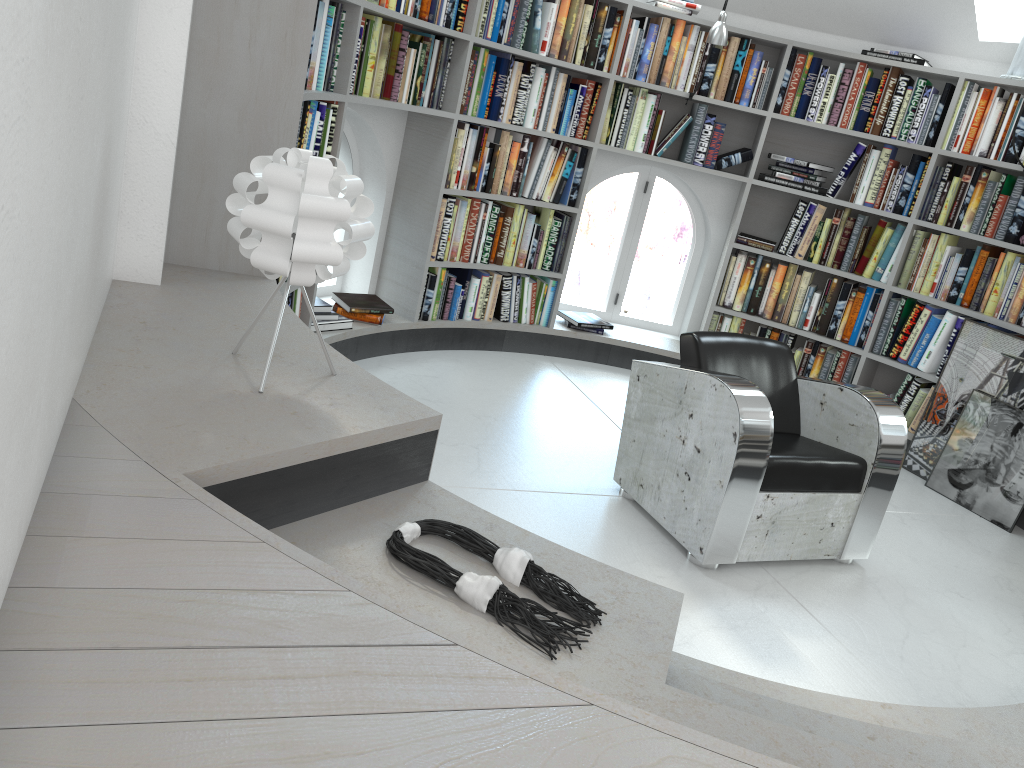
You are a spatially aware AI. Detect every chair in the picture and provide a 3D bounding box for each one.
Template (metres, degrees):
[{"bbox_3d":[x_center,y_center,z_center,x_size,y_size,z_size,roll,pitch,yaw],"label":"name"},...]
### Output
[{"bbox_3d":[0.959,0.230,3.525,0.822,0.714,0.748,4,19,-27],"label":"chair"}]

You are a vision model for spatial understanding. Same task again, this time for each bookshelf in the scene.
[{"bbox_3d":[0.663,-0.946,4.418,4.328,1.866,2.128,6,18,-22],"label":"bookshelf"}]

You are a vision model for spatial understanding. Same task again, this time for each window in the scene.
[{"bbox_3d":[-0.172,-0.915,5.104,3.230,1.142,0.622,0,21,-35],"label":"window"}]

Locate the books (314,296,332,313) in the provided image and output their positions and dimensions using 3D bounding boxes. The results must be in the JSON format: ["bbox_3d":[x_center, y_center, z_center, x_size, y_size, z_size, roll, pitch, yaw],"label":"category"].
[{"bbox_3d":[-1.030,-0.399,4.328,0.214,0.036,0.228,-4,25,-43],"label":"books"}]

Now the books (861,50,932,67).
[{"bbox_3d":[2.141,-1.785,4.919,0.337,0.036,0.317,23,20,28],"label":"books"}]

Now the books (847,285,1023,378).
[{"bbox_3d":[2.405,-0.200,4.778,0.304,0.356,1.193,-1,23,-39],"label":"books"}]

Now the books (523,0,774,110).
[{"bbox_3d":[0.752,-1.886,4.980,1.564,0.364,0.397,8,18,-16],"label":"books"}]

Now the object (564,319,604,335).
[{"bbox_3d":[0.448,-0.370,5.530,0.226,0.036,0.215,11,18,-6],"label":"object"}]

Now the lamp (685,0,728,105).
[{"bbox_3d":[1.045,-1.801,4.813,0.113,0.562,0.361,9,17,-15],"label":"lamp"}]

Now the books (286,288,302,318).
[{"bbox_3d":[-1.060,-0.217,3.527,0.282,0.317,0.926,12,18,-4],"label":"books"}]

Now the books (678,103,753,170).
[{"bbox_3d":[1.227,-1.429,5.201,0.399,0.338,0.226,12,17,-2],"label":"books"}]

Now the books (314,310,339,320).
[{"bbox_3d":[-1.037,-0.370,4.336,0.269,0.031,0.288,-4,25,-43],"label":"books"}]

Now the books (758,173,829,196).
[{"bbox_3d":[1.668,-1.180,5.238,0.389,0.042,0.367,19,18,17],"label":"books"}]

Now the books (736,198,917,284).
[{"bbox_3d":[1.833,-0.869,5.156,0.976,0.349,0.253,19,18,19],"label":"books"}]

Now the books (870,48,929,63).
[{"bbox_3d":[2.147,-1.811,4.911,0.249,0.027,0.233,27,23,38],"label":"books"}]

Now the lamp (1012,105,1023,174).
[{"bbox_3d":[2.533,-1.254,4.273,0.275,0.521,0.113,3,19,-31],"label":"lamp"}]

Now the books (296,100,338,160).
[{"bbox_3d":[-0.861,-0.882,3.266,0.260,0.356,1.028,12,18,-5],"label":"books"}]

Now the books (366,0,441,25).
[{"bbox_3d":[-0.567,-1.846,3.912,0.270,0.370,0.796,19,18,20],"label":"books"}]

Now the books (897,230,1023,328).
[{"bbox_3d":[2.539,-0.528,4.629,0.275,0.345,1.029,1,21,-36],"label":"books"}]

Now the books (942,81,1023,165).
[{"bbox_3d":[2.693,-1.248,4.425,0.292,0.359,1.022,0,22,-38],"label":"books"}]

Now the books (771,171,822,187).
[{"bbox_3d":[1.675,-1.211,5.229,0.286,0.031,0.271,17,18,12],"label":"books"}]

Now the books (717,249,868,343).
[{"bbox_3d":[1.677,-0.544,5.300,0.874,0.348,0.273,19,18,18],"label":"books"}]

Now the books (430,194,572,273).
[{"bbox_3d":[-0.103,-0.874,5.049,1.031,0.354,0.295,0,21,-36],"label":"books"}]

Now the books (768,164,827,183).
[{"bbox_3d":[1.682,-1.239,5.221,0.287,0.031,0.270,22,20,26],"label":"books"}]

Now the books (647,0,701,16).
[{"bbox_3d":[-0.041,-2.116,4.138,0.752,0.172,2.819,26,22,36],"label":"books"}]

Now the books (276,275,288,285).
[{"bbox_3d":[-0.960,-0.282,3.169,0.390,0.690,1.655,10,18,-12],"label":"books"}]

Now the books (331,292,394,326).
[{"bbox_3d":[-0.783,-0.393,4.615,0.317,0.099,0.294,7,19,-20],"label":"books"}]

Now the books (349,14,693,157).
[{"bbox_3d":[-0.032,-1.523,4.601,2.529,0.368,0.595,-2,23,-40],"label":"books"}]

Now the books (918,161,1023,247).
[{"bbox_3d":[2.614,-0.887,4.523,0.279,0.355,1.061,1,21,-35],"label":"books"}]

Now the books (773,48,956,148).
[{"bbox_3d":[1.947,-1.606,4.977,0.972,0.364,0.307,20,18,20],"label":"books"}]

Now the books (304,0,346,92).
[{"bbox_3d":[-0.821,-1.247,3.181,0.303,0.345,1.097,11,18,-7],"label":"books"}]

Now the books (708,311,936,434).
[{"bbox_3d":[1.824,-0.104,5.256,1.504,0.309,0.361,23,20,28],"label":"books"}]

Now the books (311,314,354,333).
[{"bbox_3d":[-1.044,-0.339,4.346,0.390,0.042,0.366,25,21,32],"label":"books"}]

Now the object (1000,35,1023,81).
[{"bbox_3d":[2.636,-1.754,4.465,0.179,0.469,0.181,9,17,-13],"label":"object"}]

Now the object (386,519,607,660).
[{"bbox_3d":[-0.041,0.381,1.748,0.475,0.081,0.218,23,20,29],"label":"object"}]

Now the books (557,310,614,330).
[{"bbox_3d":[0.455,-0.398,5.521,0.268,0.029,0.255,2,21,-31],"label":"books"}]

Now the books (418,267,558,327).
[{"bbox_3d":[-0.194,-0.535,5.137,1.019,0.304,0.290,0,21,-36],"label":"books"}]

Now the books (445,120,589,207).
[{"bbox_3d":[-0.029,-1.232,4.932,0.997,0.349,0.300,-1,22,-37],"label":"books"}]

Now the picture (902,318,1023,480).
[{"bbox_3d":[2.383,0.161,4.498,0.090,0.856,0.583,3,19,-31],"label":"picture"}]

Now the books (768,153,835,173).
[{"bbox_3d":[1.696,-1.298,5.203,0.269,0.031,0.288,-2,23,-40],"label":"books"}]

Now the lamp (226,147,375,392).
[{"bbox_3d":[-0.502,-0.269,2.035,0.305,0.521,0.308,2,20,-32],"label":"lamp"}]

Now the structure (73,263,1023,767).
[{"bbox_3d":[0.927,0.267,3.407,4.725,0.688,4.731,20,19,21],"label":"structure"}]

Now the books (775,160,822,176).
[{"bbox_3d":[1.689,-1.268,5.212,0.227,0.036,0.214,22,20,26],"label":"books"}]

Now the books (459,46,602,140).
[{"bbox_3d":[0.032,-1.599,4.859,1.028,0.356,0.303,0,21,-35],"label":"books"}]

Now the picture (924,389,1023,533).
[{"bbox_3d":[2.363,0.370,4.368,0.106,0.551,0.493,3,20,-31],"label":"picture"}]

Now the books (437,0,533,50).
[{"bbox_3d":[-0.197,-1.934,4.481,0.683,0.343,0.267,-4,24,-43],"label":"books"}]

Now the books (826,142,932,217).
[{"bbox_3d":[2.102,-1.165,5.009,0.555,0.348,0.257,21,18,23],"label":"books"}]
